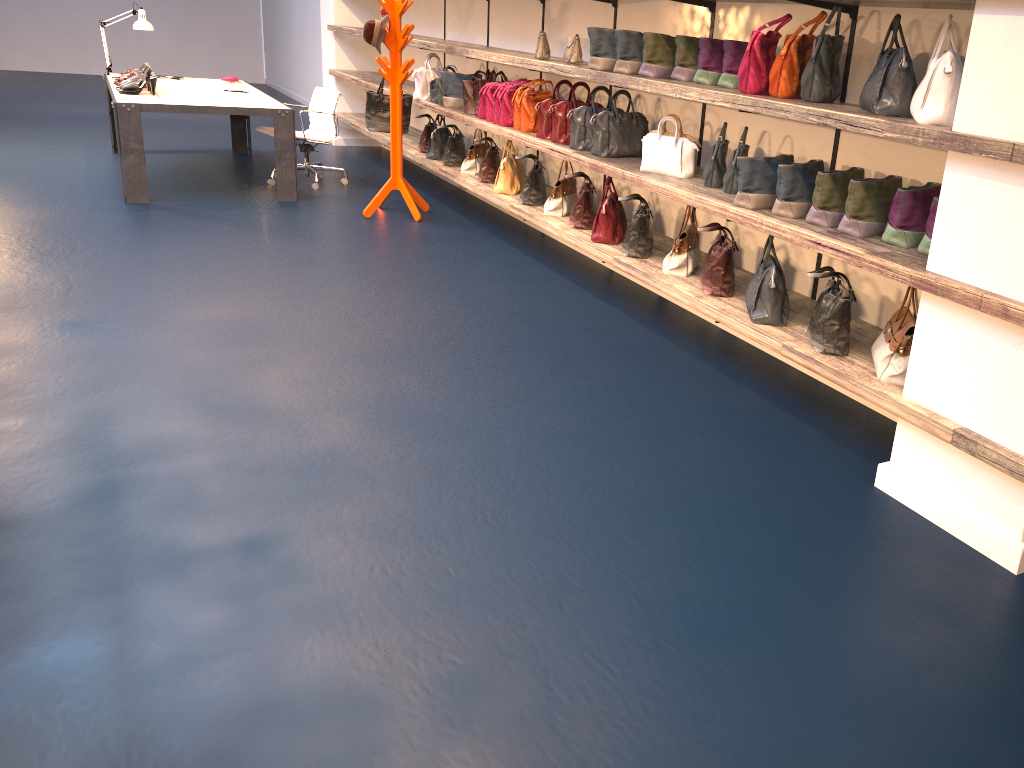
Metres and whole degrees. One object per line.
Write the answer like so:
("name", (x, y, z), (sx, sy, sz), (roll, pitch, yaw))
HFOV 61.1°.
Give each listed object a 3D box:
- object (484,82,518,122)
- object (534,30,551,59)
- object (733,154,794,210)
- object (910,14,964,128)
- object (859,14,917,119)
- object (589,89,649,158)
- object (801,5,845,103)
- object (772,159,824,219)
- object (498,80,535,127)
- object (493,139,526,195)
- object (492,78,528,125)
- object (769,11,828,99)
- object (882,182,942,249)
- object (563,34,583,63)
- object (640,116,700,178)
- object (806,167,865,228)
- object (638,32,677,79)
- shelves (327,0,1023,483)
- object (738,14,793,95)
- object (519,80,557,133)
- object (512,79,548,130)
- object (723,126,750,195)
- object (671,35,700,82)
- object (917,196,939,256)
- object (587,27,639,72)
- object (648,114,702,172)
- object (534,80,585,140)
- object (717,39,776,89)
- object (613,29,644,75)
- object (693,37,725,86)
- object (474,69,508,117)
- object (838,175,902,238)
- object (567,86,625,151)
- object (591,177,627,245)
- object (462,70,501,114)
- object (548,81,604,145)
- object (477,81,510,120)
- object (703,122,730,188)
("object", (-0.046, -2.035, 6.282), (0.237, 0.291, 0.273), (14, 23, 26))
("object", (0.202, -2.207, 5.642), (0.104, 0.171, 0.276), (5, 21, 4))
("object", (1.156, -0.927, 3.966), (0.166, 0.226, 0.455), (22, 27, 40))
("object", (1.575, -1.138, 3.154), (0.186, 0.377, 0.451), (9, 21, 17))
("object", (1.516, -1.261, 3.436), (0.190, 0.377, 0.440), (6, 21, 8))
("object", (0.637, -1.531, 5.100), (0.461, 0.377, 0.181), (-10, 24, -34))
("object", (1.364, -1.442, 3.798), (0.127, 0.401, 0.319), (15, 23, 31))
("object", (1.281, -0.871, 3.860), (0.167, 0.226, 0.454), (17, 25, 33))
("object", (0.034, -1.962, 6.066), (0.247, 0.334, 0.277), (5, 20, 3))
("object", (-0.011, -1.597, 6.331), (0.189, 0.377, 0.444), (7, 21, 11))
("object", (-0.011, -2.003, 6.155), (0.247, 0.334, 0.277), (5, 20, 3))
("object", (1.264, -1.477, 3.892), (0.233, 0.376, 0.252), (1, 20, -5))
("object", (1.614, -0.682, 3.491), (0.167, 0.230, 0.455), (18, 25, 35))
("object", (0.386, -2.106, 5.443), (0.107, 0.171, 0.267), (1, 22, -7))
("object", (0.840, -1.263, 4.607), (0.321, 0.302, 0.167), (15, 23, 26))
("object", (1.397, -0.806, 3.739), (0.167, 0.230, 0.455), (18, 25, 35))
("object", (0.830, -1.772, 4.704), (0.166, 0.230, 0.455), (19, 25, 36))
("shelves", (-2.189, -0.375, 1.258), (9.291, 2.171, 16.025), (-6, 25, -26))
("object", (1.137, -1.502, 3.951), (0.222, 0.353, 0.249), (3, 20, -2))
("object", (0.184, -1.880, 5.883), (0.208, 0.353, 0.265), (12, 22, 22))
("object", (0.139, -1.922, 5.973), (0.208, 0.353, 0.265), (12, 22, 22))
("object", (1.103, -1.098, 4.255), (0.104, 0.321, 0.250), (10, 21, 19))
("object", (0.998, -1.729, 4.641), (0.166, 0.230, 0.455), (21, 27, 39))
("object", (1.700, -0.612, 3.344), (0.166, 0.230, 0.455), (22, 27, 40))
("object", (0.582, -1.884, 4.907), (0.455, 0.226, 0.166), (-16, 28, -42))
("object", (0.890, -1.332, 4.786), (0.321, 0.302, 0.167), (15, 23, 26))
("object", (0.334, -1.786, 5.664), (0.462, 0.377, 0.181), (-11, 24, -35))
("object", (1.180, -1.591, 4.350), (0.455, 0.230, 0.166), (-16, 28, -42))
("object", (0.701, -1.832, 4.809), (0.167, 0.226, 0.454), (18, 25, 33))
("object", (1.080, -1.664, 4.503), (0.166, 0.230, 0.455), (19, 25, 36))
("object", (-0.136, -2.180, 6.520), (0.369, 0.347, 0.154), (-8, 22, -28))
("object", (1.488, -0.738, 3.597), (0.166, 0.230, 0.455), (21, 26, 39))
("object", (0.527, -1.610, 5.266), (0.457, 0.377, 0.183), (-7, 22, -28))
("object", (0.585, -1.051, 5.156), (0.189, 0.377, 0.444), (7, 21, 11))
("object", (-0.196, -2.246, 6.682), (0.400, 0.331, 0.208), (-4, 21, -22))
("object", (0.424, -1.714, 5.491), (0.459, 0.377, 0.182), (-8, 22, -30))
("object", (-0.115, -2.075, 6.348), (0.277, 0.293, 0.329), (4, 21, 0))
("object", (1.034, -1.158, 4.382), (0.104, 0.321, 0.250), (10, 21, 19))
